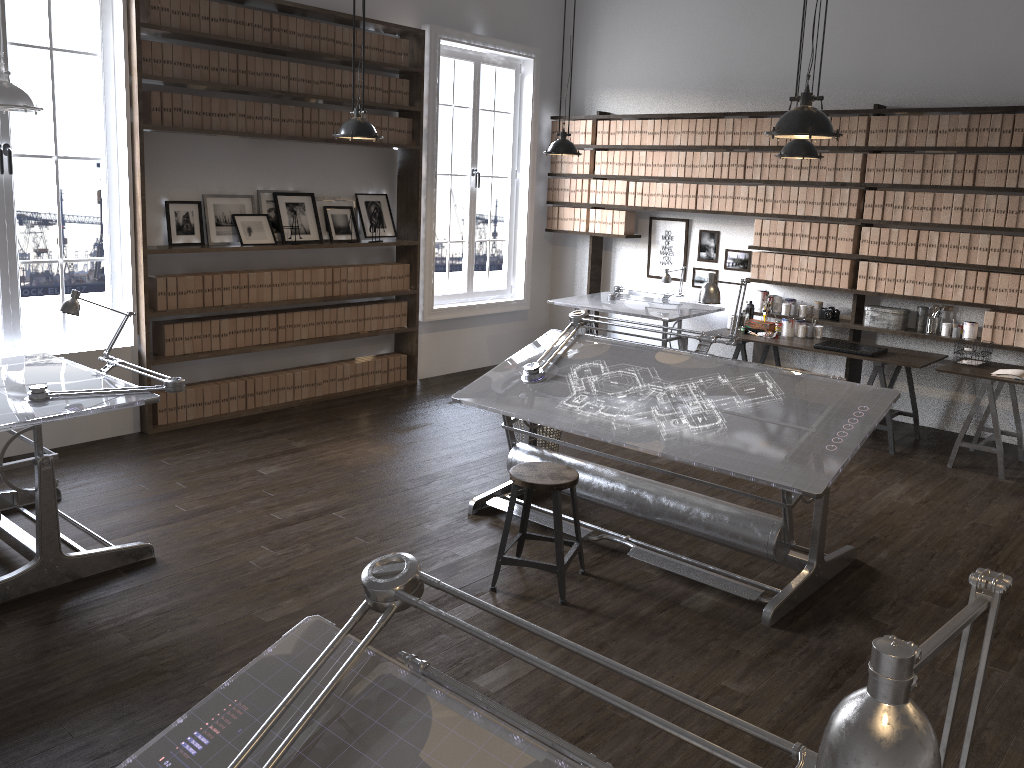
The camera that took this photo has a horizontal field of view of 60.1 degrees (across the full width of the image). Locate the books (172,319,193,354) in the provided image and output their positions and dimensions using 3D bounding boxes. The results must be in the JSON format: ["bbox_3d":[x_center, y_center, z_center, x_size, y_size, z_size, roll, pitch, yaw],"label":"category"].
[{"bbox_3d":[-2.337,-0.337,6.274,0.175,0.223,0.067,12,14,40],"label":"books"}]

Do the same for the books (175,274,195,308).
[{"bbox_3d":[-2.311,-0.655,6.235,0.175,0.223,0.067,12,14,40],"label":"books"}]

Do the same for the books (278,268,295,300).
[{"bbox_3d":[-1.761,-0.775,6.861,0.175,0.223,0.067,12,14,40],"label":"books"}]

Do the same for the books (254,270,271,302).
[{"bbox_3d":[-1.898,-0.743,6.700,0.175,0.223,0.067,12,14,40],"label":"books"}]

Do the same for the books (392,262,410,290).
[{"bbox_3d":[-0.975,-0.942,7.738,0.175,0.224,0.067,12,14,40],"label":"books"}]

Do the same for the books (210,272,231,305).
[{"bbox_3d":[-2.121,-0.695,6.447,0.175,0.223,0.067,12,14,40],"label":"books"}]

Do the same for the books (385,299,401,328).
[{"bbox_3d":[-1.053,-0.616,7.730,0.175,0.223,0.067,12,14,40],"label":"books"}]

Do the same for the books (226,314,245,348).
[{"bbox_3d":[-2.063,-0.395,6.579,0.175,0.224,0.067,12,14,40],"label":"books"}]

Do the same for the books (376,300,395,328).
[{"bbox_3d":[-1.099,-0.606,7.677,0.175,0.223,0.067,12,14,40],"label":"books"}]

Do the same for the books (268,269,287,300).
[{"bbox_3d":[-1.806,-0.764,6.807,0.175,0.223,0.067,12,14,40],"label":"books"}]

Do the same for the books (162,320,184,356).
[{"bbox_3d":[-2.382,-0.326,6.218,0.175,0.223,0.067,12,14,40],"label":"books"}]

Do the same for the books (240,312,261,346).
[{"bbox_3d":[-1.976,-0.416,6.686,0.175,0.223,0.067,12,14,40],"label":"books"}]

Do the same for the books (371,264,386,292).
[{"bbox_3d":[-1.157,-0.904,7.538,0.175,0.223,0.067,12,14,40],"label":"books"}]

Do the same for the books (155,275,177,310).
[{"bbox_3d":[-2.397,-0.635,6.131,0.175,0.223,0.067,12,14,40],"label":"books"}]

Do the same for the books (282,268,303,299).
[{"bbox_3d":[-1.712,-0.784,6.910,0.175,0.223,0.067,12,14,40],"label":"books"}]

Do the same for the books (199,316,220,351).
[{"bbox_3d":[-2.197,-0.367,6.429,0.175,0.224,0.067,12,14,40],"label":"books"}]

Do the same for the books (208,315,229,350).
[{"bbox_3d":[-2.151,-0.377,6.485,0.175,0.223,0.067,12,14,40],"label":"books"}]

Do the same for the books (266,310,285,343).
[{"bbox_3d":[-1.830,-0.446,6.844,0.175,0.224,0.067,12,14,40],"label":"books"}]

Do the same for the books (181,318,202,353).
[{"bbox_3d":[-2.294,-0.348,6.329,0.175,0.223,0.067,12,14,40],"label":"books"}]

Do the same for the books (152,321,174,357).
[{"bbox_3d":[-2.430,-0.316,6.164,0.175,0.224,0.067,12,14,40],"label":"books"}]

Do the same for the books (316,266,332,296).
[{"bbox_3d":[-1.528,-0.825,7.124,0.175,0.223,0.067,12,14,40],"label":"books"}]

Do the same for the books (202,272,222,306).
[{"bbox_3d":[-2.171,-0.686,6.397,0.175,0.223,0.067,12,14,40],"label":"books"}]

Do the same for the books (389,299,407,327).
[{"bbox_3d":[-1.003,-0.625,7.780,0.175,0.223,0.067,12,14,40],"label":"books"}]

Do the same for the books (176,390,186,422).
[{"bbox_3d":[-2.398,0.142,6.308,0.175,0.224,0.067,12,14,40],"label":"books"}]

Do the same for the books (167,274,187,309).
[{"bbox_3d":[-2.349,-0.645,6.185,0.175,0.224,0.067,12,14,40],"label":"books"}]

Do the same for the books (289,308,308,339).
[{"bbox_3d":[-1.691,-0.477,7.004,0.175,0.223,0.067,12,14,40],"label":"books"}]

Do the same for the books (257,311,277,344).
[{"bbox_3d":[-1.883,-0.437,6.792,0.175,0.223,0.067,12,14,40],"label":"books"}]

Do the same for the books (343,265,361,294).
[{"bbox_3d":[-1.335,-0.866,7.340,0.175,0.223,0.067,12,14,40],"label":"books"}]

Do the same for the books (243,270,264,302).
[{"bbox_3d":[-1.941,-0.735,6.654,0.175,0.223,0.067,12,14,40],"label":"books"}]

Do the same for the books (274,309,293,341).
[{"bbox_3d":[-1.785,-0.458,6.903,0.175,0.223,0.067,12,14,40],"label":"books"}]

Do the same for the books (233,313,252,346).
[{"bbox_3d":[-2.023,-0.406,6.633,0.175,0.223,0.067,12,14,40],"label":"books"}]

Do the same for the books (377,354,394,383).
[{"bbox_3d":[-1.113,-0.136,7.759,0.175,0.224,0.067,12,14,40],"label":"books"}]

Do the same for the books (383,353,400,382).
[{"bbox_3d":[-1.069,-0.147,7.818,0.175,0.223,0.067,12,14,40],"label":"books"}]

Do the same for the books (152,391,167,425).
[{"bbox_3d":[-2.495,0.161,6.207,0.175,0.223,0.067,12,14,40],"label":"books"}]

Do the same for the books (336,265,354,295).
[{"bbox_3d":[-1.379,-0.855,7.285,0.175,0.223,0.067,12,14,40],"label":"books"}]

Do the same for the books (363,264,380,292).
[{"bbox_3d":[-1.199,-0.895,7.492,0.175,0.223,0.067,12,14,40],"label":"books"}]

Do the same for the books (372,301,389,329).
[{"bbox_3d":[-1.139,-0.595,7.623,0.175,0.224,0.067,12,14,40],"label":"books"}]

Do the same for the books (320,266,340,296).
[{"bbox_3d":[-1.475,-0.835,7.175,0.175,0.224,0.067,12,14,40],"label":"books"}]

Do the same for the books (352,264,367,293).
[{"bbox_3d":[-1.289,-0.876,7.393,0.175,0.223,0.067,12,14,40],"label":"books"}]

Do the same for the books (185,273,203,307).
[{"bbox_3d":[-2.269,-0.664,6.286,0.175,0.223,0.067,12,14,40],"label":"books"}]

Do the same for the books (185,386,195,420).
[{"bbox_3d":[-2.352,0.132,6.363,0.175,0.223,0.067,12,14,40],"label":"books"}]

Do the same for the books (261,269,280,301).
[{"bbox_3d":[-1.849,-0.754,6.752,0.175,0.224,0.067,12,14,40],"label":"books"}]

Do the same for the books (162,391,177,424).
[{"bbox_3d":[-2.447,0.152,6.258,0.175,0.223,0.067,12,14,40],"label":"books"}]

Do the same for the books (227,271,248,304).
[{"bbox_3d":[-2.030,-0.716,6.555,0.175,0.223,0.067,12,14,40],"label":"books"}]

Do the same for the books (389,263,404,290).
[{"bbox_3d":[-1.023,-0.934,7.694,0.175,0.223,0.067,12,14,40],"label":"books"}]

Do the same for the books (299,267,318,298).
[{"bbox_3d":[-1.614,-0.804,7.016,0.175,0.224,0.067,12,14,40],"label":"books"}]

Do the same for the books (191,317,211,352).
[{"bbox_3d":[-2.247,-0.357,6.380,0.175,0.223,0.067,12,14,40],"label":"books"}]

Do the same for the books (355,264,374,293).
[{"bbox_3d":[-1.240,-0.885,7.439,0.175,0.224,0.067,12,14,40],"label":"books"}]

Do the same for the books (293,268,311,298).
[{"bbox_3d":[-1.662,-0.794,6.962,0.175,0.223,0.067,12,14,40],"label":"books"}]

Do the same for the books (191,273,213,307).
[{"bbox_3d":[-2.216,-0.674,6.337,0.175,0.224,0.067,12,14,40],"label":"books"}]

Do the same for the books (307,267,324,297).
[{"bbox_3d":[-1.576,-0.814,7.066,0.175,0.223,0.067,12,14,40],"label":"books"}]

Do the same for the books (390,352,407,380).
[{"bbox_3d":[-1.017,-0.158,7.873,0.175,0.223,0.067,12,14,40],"label":"books"}]

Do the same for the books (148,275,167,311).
[{"bbox_3d":[-2.447,-0.625,6.080,0.175,0.223,0.067,12,14,40],"label":"books"}]

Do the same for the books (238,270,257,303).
[{"bbox_3d":[-1.981,-0.724,6.601,0.175,0.224,0.067,12,14,40],"label":"books"}]

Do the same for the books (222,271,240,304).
[{"bbox_3d":[-2.077,-0.706,6.502,0.175,0.223,0.067,12,14,40],"label":"books"}]

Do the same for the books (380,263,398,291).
[{"bbox_3d":[-1.068,-0.924,7.641,0.175,0.223,0.067,12,14,40],"label":"books"}]

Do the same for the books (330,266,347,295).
[{"bbox_3d":[-1.429,-0.846,7.235,0.175,0.223,0.067,12,14,40],"label":"books"}]

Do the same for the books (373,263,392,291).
[{"bbox_3d":[-1.111,-0.913,7.586,0.175,0.224,0.067,12,14,40],"label":"books"}]

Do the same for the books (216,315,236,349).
[{"bbox_3d":[-2.111,-0.387,6.532,0.175,0.223,0.067,12,14,40],"label":"books"}]
